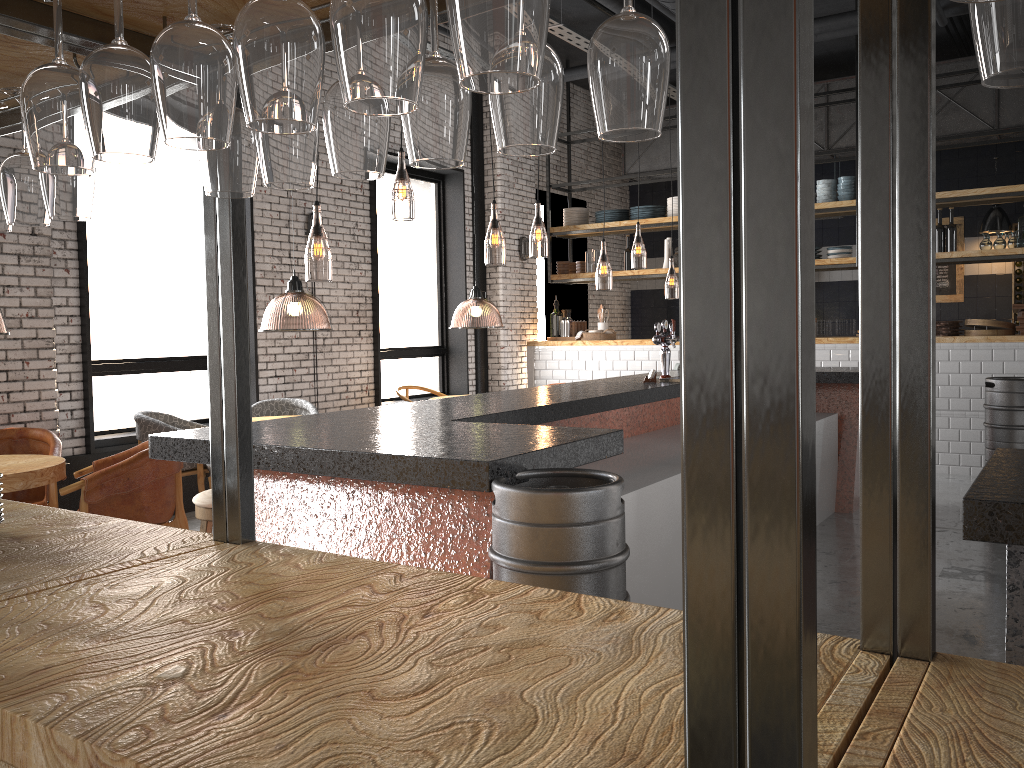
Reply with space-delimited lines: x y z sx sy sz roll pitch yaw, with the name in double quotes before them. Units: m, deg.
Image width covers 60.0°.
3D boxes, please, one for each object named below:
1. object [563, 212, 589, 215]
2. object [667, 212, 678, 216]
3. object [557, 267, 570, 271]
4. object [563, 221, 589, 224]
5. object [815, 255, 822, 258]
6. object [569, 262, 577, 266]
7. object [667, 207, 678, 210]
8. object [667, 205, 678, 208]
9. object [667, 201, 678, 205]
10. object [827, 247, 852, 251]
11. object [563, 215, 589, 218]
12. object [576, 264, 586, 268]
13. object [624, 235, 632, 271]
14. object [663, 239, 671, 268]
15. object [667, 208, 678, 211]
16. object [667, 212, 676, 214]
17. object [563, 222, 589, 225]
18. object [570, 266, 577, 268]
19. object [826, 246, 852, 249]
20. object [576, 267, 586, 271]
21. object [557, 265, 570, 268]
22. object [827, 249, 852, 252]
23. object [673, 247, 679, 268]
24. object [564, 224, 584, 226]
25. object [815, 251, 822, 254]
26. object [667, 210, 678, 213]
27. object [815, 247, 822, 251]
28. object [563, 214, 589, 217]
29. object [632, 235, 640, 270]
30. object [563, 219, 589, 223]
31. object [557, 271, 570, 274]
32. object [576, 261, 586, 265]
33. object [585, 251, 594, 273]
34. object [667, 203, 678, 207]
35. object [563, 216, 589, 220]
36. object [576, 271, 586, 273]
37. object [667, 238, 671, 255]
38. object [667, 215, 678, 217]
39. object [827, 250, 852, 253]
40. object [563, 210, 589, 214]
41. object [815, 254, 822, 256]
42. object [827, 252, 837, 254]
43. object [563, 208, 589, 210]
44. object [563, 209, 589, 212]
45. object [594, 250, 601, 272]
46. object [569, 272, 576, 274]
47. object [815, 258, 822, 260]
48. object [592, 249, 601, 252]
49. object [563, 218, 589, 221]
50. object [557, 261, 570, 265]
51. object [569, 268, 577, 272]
"object" 0.826 -2.173 11.404 0.335 0.034 0.335 -1 3 9
"object" 2.032 -2.018 10.637 0.335 0.045 0.335 0 4 14
"object" 0.673 -1.469 11.394 0.157 0.053 0.168 1 4 33
"object" 0.828 -2.060 11.409 0.334 0.039 0.335 0 4 20
"object" 3.225 -1.398 9.899 0.454 0.042 0.454 -1 3 8
"object" 0.823 -1.562 11.597 0.157 0.053 0.168 1 4 33
"object" 2.029 -2.095 10.633 0.334 0.040 0.335 -2 4 -12
"object" 2.029 -2.111 10.633 0.335 0.039 0.335 2 5 40
"object" 2.029 -2.150 10.632 0.335 0.041 0.335 -1 3 2
"object" 3.572 -1.464 9.672 0.265 0.034 0.265 -4 5 -44
"object" 0.827 -2.135 11.407 0.335 0.043 0.335 -2 4 -18
"object" 0.893 -1.511 11.426 0.157 0.053 0.168 1 4 38
"object" 1.466 -1.638 11.196 0.098 0.471 0.098 -1 2 10
"object" 1.871 -1.560 10.675 0.127 0.360 0.132 -3 3 -32
"object" 2.030 -2.076 10.635 0.335 0.039 0.335 -1 3 -1
"object" 2.031 -2.037 10.635 0.335 0.037 0.335 -1 3 -1
"object" 0.829 -2.041 11.411 0.335 0.042 0.335 -2 4 -19
"object" 0.823 -1.520 11.598 0.157 0.053 0.168 1 4 33
"object" 3.571 -1.475 9.673 0.265 0.037 0.265 1 4 28
"object" 0.893 -1.475 11.428 0.157 0.053 0.168 1 4 38
"object" 0.673 -1.505 11.392 0.157 0.053 0.168 1 4 33
"object" 3.572 -1.445 9.673 0.263 0.029 0.263 -1 3 9
"object" 2.016 -1.533 10.599 0.196 0.305 0.196 -2 3 -20
"object" 0.829 -2.021 11.410 0.335 0.033 0.335 -2 4 -19
"object" 3.223 -1.447 9.897 0.453 0.062 0.454 -2 4 -13
"object" 2.030 -2.056 10.635 0.334 0.040 0.335 -1 3 -3
"object" 3.223 -1.493 9.895 0.454 0.048 0.454 -3 4 -30
"object" 0.827 -2.154 11.405 0.335 0.038 0.335 -4 4 -37
"object" 1.557 -1.636 11.138 0.098 0.471 0.098 -1 2 10
"object" 0.828 -2.080 11.409 0.335 0.044 0.335 -1 3 -1
"object" 0.674 -1.424 11.396 0.157 0.053 0.168 1 4 33
"object" 0.892 -1.552 11.424 0.157 0.053 0.168 1 4 38
"object" 0.989 -1.522 11.105 0.152 0.264 0.106 -3 3 -30
"object" 2.028 -2.130 10.632 0.334 0.042 0.335 0 4 16
"object" 0.827 -2.119 11.407 0.335 0.038 0.335 -3 4 -32
"object" 0.894 -1.430 11.429 0.157 0.053 0.168 1 4 38
"object" 1.922 -1.586 10.820 0.126 0.394 0.126 -2 3 -17
"object" 2.032 -1.997 10.637 0.335 0.033 0.335 -2 4 -19
"object" 3.573 -1.435 9.674 0.263 0.028 0.263 -3 4 -30
"object" 0.825 -2.192 11.404 0.334 0.040 0.335 0 4 23
"object" 3.226 -1.422 9.897 0.454 0.050 0.454 -4 4 -37
"object" 3.573 -1.424 9.674 0.263 0.032 0.263 -2 3 -9
"object" 0.826 -2.231 11.402 0.334 0.039 0.335 0 4 24
"object" 0.826 -2.212 11.404 0.335 0.041 0.335 1 4 29
"object" 1.103 -1.538 11.158 0.118 0.293 0.169 1 3 38
"object" 0.825 -1.439 11.602 0.157 0.053 0.168 1 4 33
"object" 3.226 -1.374 9.900 0.454 0.033 0.454 0 4 15
"object" 1.104 -1.563 11.329 0.179 0.313 0.126 -2 3 -25
"object" 0.827 -2.099 11.407 0.334 0.042 0.335 -2 3 -7
"object" 0.672 -1.546 11.391 0.157 0.053 0.168 1 4 33
"object" 0.824 -1.484 11.600 0.157 0.053 0.168 1 4 33
